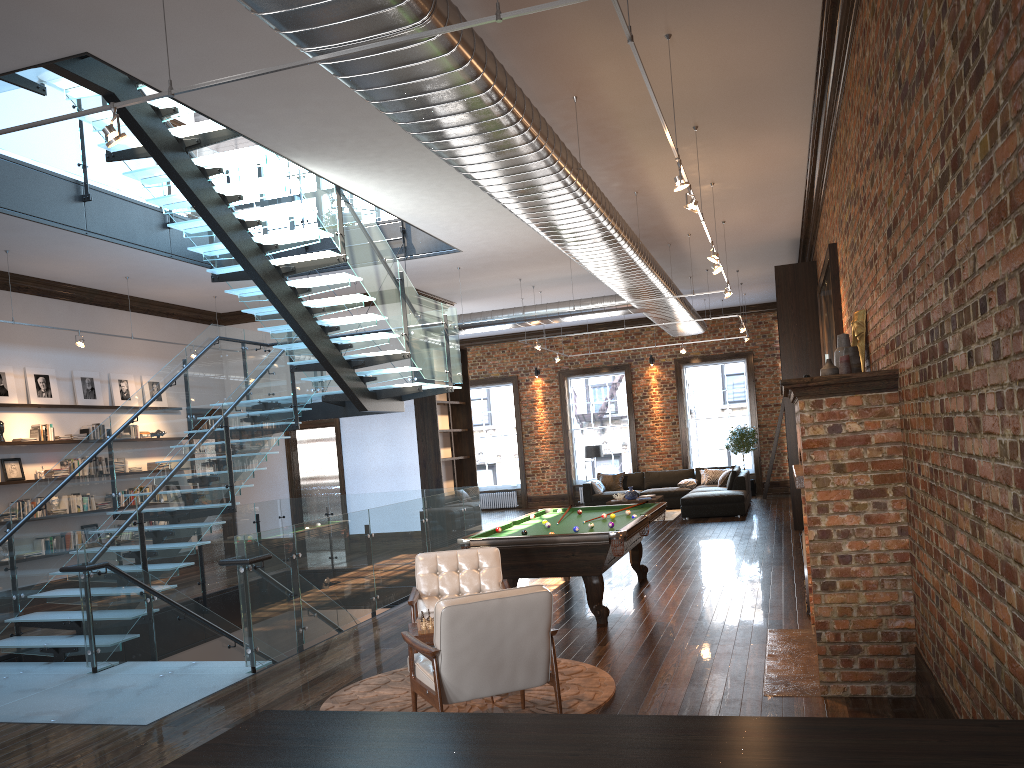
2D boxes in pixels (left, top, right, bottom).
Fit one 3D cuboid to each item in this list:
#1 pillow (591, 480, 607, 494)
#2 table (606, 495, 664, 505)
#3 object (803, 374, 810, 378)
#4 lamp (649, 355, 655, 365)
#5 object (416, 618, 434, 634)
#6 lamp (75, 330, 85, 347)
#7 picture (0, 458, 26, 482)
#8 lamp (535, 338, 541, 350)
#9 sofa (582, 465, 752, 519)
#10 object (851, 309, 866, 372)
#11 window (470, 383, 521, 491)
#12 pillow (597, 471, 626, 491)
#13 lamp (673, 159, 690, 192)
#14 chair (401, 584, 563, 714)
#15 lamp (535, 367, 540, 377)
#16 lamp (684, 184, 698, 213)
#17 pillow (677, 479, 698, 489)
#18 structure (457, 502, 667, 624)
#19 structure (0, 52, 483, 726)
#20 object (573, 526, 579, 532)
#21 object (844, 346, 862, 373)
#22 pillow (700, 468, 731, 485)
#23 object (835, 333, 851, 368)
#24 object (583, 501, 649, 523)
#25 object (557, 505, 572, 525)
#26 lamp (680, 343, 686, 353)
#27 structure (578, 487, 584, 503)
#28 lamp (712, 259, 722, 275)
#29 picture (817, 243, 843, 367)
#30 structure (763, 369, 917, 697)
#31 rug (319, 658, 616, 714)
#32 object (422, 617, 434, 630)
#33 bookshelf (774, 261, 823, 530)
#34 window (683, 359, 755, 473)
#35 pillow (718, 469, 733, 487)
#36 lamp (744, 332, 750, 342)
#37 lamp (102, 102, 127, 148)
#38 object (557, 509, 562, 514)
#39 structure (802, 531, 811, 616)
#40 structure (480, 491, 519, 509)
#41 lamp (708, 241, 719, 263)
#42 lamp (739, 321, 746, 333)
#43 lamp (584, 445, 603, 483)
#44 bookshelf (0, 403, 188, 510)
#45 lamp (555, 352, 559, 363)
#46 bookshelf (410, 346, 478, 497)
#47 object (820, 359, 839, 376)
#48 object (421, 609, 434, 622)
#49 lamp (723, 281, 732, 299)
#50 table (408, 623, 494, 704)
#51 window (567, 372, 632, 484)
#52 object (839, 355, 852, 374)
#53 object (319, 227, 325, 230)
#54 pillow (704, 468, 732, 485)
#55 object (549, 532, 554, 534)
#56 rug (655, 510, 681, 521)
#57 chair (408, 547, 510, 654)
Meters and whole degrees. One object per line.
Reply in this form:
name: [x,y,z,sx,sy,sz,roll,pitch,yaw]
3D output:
pillow: [1.907,2.256,19.459,0.244,0.305,0.573,-5,-3,18]
table: [2.487,2.478,17.794,1.002,0.345,1.000,-6,-3,17]
object: [2.269,-0.025,6.775,0.238,0.105,0.236,-6,-3,27]
lamp: [3.348,-0.571,21.250,0.126,0.237,0.155,-5,0,17]
object: [-0.430,1.585,5.856,0.388,0.028,0.389,-4,-4,-8]
lamp: [-5.577,-0.582,11.435,0.113,0.230,0.114,-5,0,-29]
picture: [-6.498,1.114,11.550,0.077,0.300,0.300,-4,-1,17]
lamp: [0.470,-0.737,16.405,0.114,0.230,0.113,-5,0,38]
sofa: [3.035,2.231,18.174,3.507,0.804,3.448,-6,-4,17]
object: [2.614,-0.273,6.704,0.125,0.536,0.408,-4,-1,17]
window: [-0.498,1.398,22.923,1.523,2.754,0.154,-5,1,17]
pillow: [2.180,2.180,19.776,0.702,0.440,0.304,-5,-1,17]
lamp: [1.195,-1.483,6.295,0.116,0.213,0.118,-5,0,-32]
chair: [-0.185,1.589,5.114,0.766,0.866,0.744,-4,-1,-23]
lamp: [0.618,-0.294,22.094,0.126,0.237,0.155,-5,0,17]
lamp: [1.397,-1.447,6.954,0.114,0.230,0.113,-5,0,-9]
pillow: [3.773,2.144,19.033,0.410,0.204,0.610,-5,-3,15]
structure: [0.682,1.795,9.131,1.556,0.851,2.955,-5,-4,17]
structure: [-3.067,0.786,9.623,3.583,14.502,7.030,-4,0,17]
object: [0.591,1.338,8.165,0.057,0.057,0.057,-5,-1,22]
object: [2.370,-0.143,6.180,0.121,0.242,0.120,-5,0,37]
pillow: [4.375,2.000,19.061,0.704,0.338,0.269,-6,-1,18]
object: [2.390,-0.185,6.361,0.145,0.350,0.145,-5,0,-37]
object: [1.154,1.385,9.669,0.028,0.072,1.602,-4,-3,33]
object: [0.587,1.443,9.845,0.028,0.072,1.606,-5,-4,9]
lamp: [3.772,-0.792,19.568,0.113,0.230,0.114,-5,0,-14]
structure: [2.273,2.705,21.843,1.304,0.396,0.215,-6,0,17]
lamp: [2.257,-1.328,9.764,0.114,0.230,0.113,-5,0,-4]
picture: [3.802,0.150,10.445,0.080,3.002,3.198,-4,-1,17]
structure: [2.129,0.948,6.098,0.888,1.907,1.997,-5,-1,17]
rug: [-0.292,2.076,5.951,1.974,0.015,1.969,-6,-4,19]
object: [-0.417,1.513,5.727,0.334,0.101,0.076,-4,-1,-8]
bookshelf: [5.474,0.342,16.826,0.601,3.998,7.403,-4,-3,17]
window: [4.954,0.844,21.239,1.523,2.754,0.154,-5,1,17]
pillow: [4.419,1.958,18.372,0.314,0.355,0.628,-5,-3,16]
lamp: [4.805,-0.971,18.138,0.113,0.230,0.114,-5,0,-34]
lamp: [-2.043,-1.329,4.565,0.113,0.230,0.114,-5,0,6]
object: [0.559,1.488,10.360,0.058,0.057,0.057,-5,-1,18]
structure: [2.716,1.477,7.431,0.539,0.919,0.926,-5,-1,17]
structure: [-0.450,2.981,22.684,1.304,0.396,0.215,-6,0,17]
lamp: [2.064,-1.355,9.128,0.113,0.230,0.114,-5,0,-44]
lamp: [4.219,-1.053,16.221,0.113,0.230,0.114,-5,0,-7]
lamp: [1.768,2.113,19.797,0.418,1.467,0.689,-5,1,-43]
bookshelf: [-6.019,1.335,12.866,0.201,2.054,4.073,-4,-3,17]
lamp: [0.993,-0.584,19.315,0.113,0.230,0.114,-5,0,-32]
bookshelf: [-1.157,1.058,15.870,0.401,3.518,1.779,-4,0,17]
object: [2.222,-0.092,6.205,0.135,0.169,0.136,-4,-1,-31]
object: [-0.453,1.533,5.983,0.334,0.101,0.076,-4,-1,-8]
lamp: [2.858,-1.244,11.739,0.114,0.230,0.113,-5,0,31]
table: [-0.416,1.841,5.855,0.516,0.495,0.463,-4,-1,-8]
window: [2.227,1.121,22.081,1.523,2.754,0.154,-5,1,17]
object: [2.284,-0.110,6.084,0.081,0.178,0.082,-5,0,-31]
object: [-3.560,-2.757,18.501,0.810,1.865,0.802,-5,0,-25]
pillow: [4.391,1.960,18.867,0.613,0.361,0.287,-6,-1,21]
object: [0.351,1.335,7.826,0.057,0.057,0.057,-6,-2,35]
rug: [2.325,2.660,17.719,2.025,0.003,2.113,-6,-4,17]
chair: [-0.379,1.709,6.665,0.768,0.866,0.742,-5,-1,-3]
